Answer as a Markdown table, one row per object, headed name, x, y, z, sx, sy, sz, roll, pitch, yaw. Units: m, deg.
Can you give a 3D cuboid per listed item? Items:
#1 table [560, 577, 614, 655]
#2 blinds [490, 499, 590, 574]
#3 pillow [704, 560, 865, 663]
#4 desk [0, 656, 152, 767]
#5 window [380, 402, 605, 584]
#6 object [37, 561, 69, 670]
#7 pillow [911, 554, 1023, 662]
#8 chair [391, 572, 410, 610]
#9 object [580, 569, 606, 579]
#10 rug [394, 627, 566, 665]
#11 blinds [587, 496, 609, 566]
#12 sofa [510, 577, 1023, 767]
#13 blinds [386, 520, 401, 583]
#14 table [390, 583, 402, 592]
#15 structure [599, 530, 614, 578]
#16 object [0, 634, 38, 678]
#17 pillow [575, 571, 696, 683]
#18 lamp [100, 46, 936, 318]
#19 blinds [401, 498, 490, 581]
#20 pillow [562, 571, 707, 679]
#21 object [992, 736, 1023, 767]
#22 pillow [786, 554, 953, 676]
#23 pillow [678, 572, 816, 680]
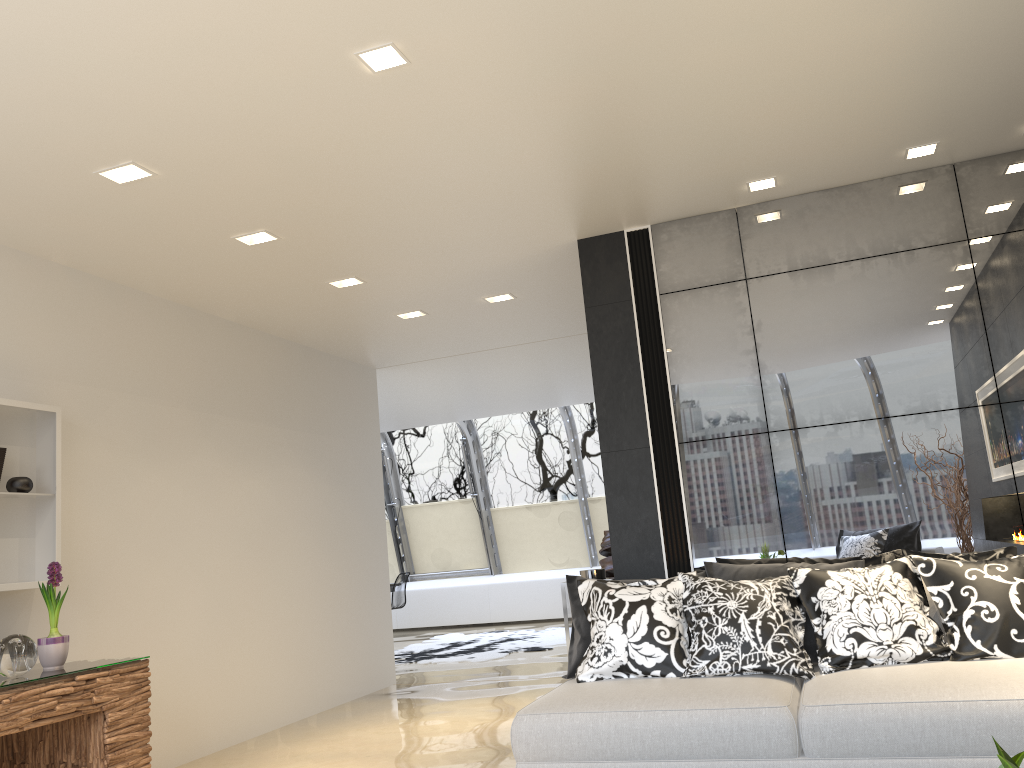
| name | x | y | z | sx | sy | sz | roll | pitch | yaw |
| --- | --- | --- | --- | --- | --- | --- | --- | --- | --- |
| table | 0.523 | 1.591 | 5.198 | 0.350 | 0.872 | 0.202 | -9 | -11 | 18 |
| blinds | 0.434 | 2.331 | 13.430 | 1.430 | 1.027 | 0.329 | -9 | -11 | 18 |
| pillow | 1.325 | 1.095 | 4.299 | 0.796 | 0.511 | 0.474 | -9 | -11 | 19 |
| desk | -2.257 | 1.608 | 3.574 | 0.793 | 0.762 | 1.436 | -9 | -11 | 18 |
| window | -2.444 | 1.154 | 6.874 | 16.171 | 3.674 | 16.693 | -10 | -12 | 24 |
| object | -2.089 | 1.049 | 4.041 | 0.129 | 0.476 | 0.129 | -1 | -11 | -21 |
| pillow | 2.145 | 0.972 | 3.897 | 0.610 | 0.479 | 0.383 | -6 | -11 | 6 |
| chair | -1.729 | 2.845 | 12.021 | 0.688 | 0.519 | 0.446 | -9 | -11 | 18 |
| object | 0.481 | 1.137 | 5.283 | 0.153 | 0.059 | 0.151 | -1 | -11 | -21 |
| rug | -0.241 | 3.110 | 10.614 | 2.705 | 0.008 | 3.220 | -9 | -11 | 18 |
| blinds | 1.880 | 2.107 | 12.950 | 1.430 | 1.027 | 0.329 | -9 | -11 | 18 |
| sofa | 1.425 | 1.307 | 3.916 | 2.625 | 0.798 | 1.334 | -9 | -11 | 18 |
| blinds | -2.457 | 2.778 | 14.390 | 1.430 | 1.027 | 0.329 | -9 | -11 | 18 |
| table | -3.363 | 3.277 | 12.012 | 3.031 | 0.759 | 2.494 | -9 | -11 | 18 |
| structure | 1.530 | 2.619 | 12.146 | 0.674 | 1.258 | 0.672 | -4 | -11 | -4 |
| object | -2.099 | 1.148 | 3.744 | 0.174 | 0.179 | 0.175 | 3 | -13 | -38 |
| pillow | 0.590 | 1.173 | 4.260 | 0.607 | 0.483 | 0.368 | -9 | -11 | 17 |
| lamp | -0.844 | -0.595 | 6.322 | 9.928 | 0.004 | 9.775 | -9 | -11 | 19 |
| blinds | -1.027 | 2.458 | 13.900 | 1.376 | 1.214 | 0.387 | -9 | -11 | 18 |
| pillow | 0.651 | 1.212 | 4.511 | 0.808 | 0.525 | 0.434 | -8 | -11 | 15 |
| object | 1.188 | 0.991 | 1.988 | 0.284 | 0.369 | 0.215 | -5 | -11 | -3 |
| pillow | 1.615 | 1.033 | 3.989 | 0.598 | 0.470 | 0.390 | -6 | -11 | 2 |
| pillow | 1.068 | 1.107 | 4.075 | 0.623 | 0.505 | 0.393 | -8 | -11 | 12 |
